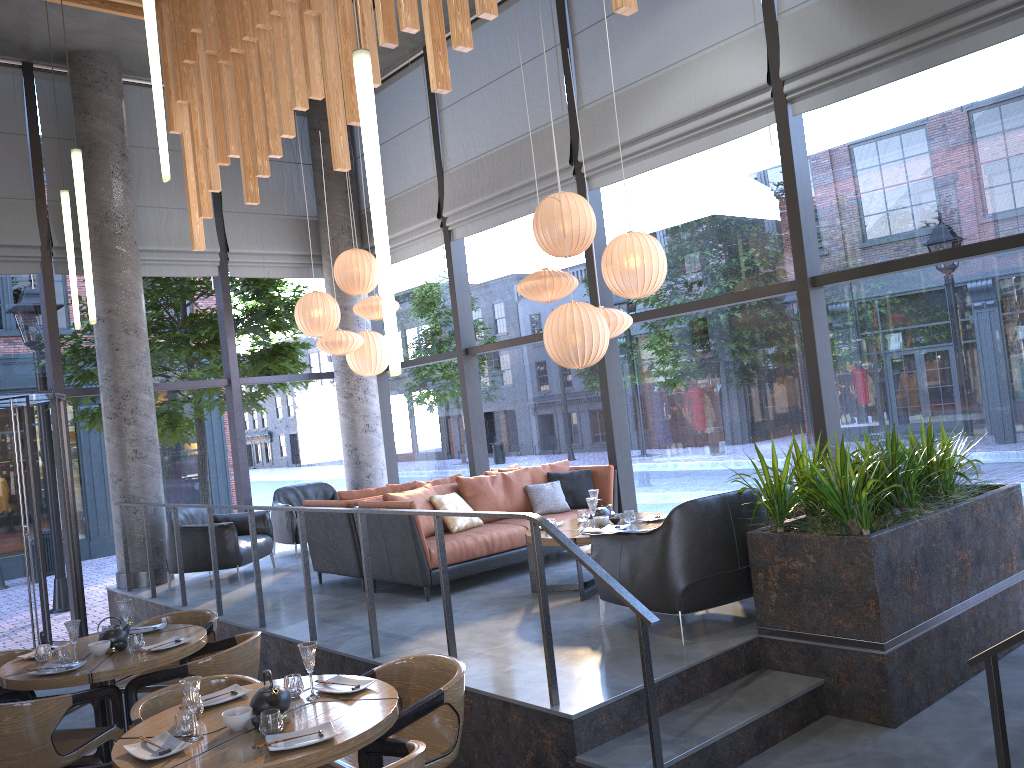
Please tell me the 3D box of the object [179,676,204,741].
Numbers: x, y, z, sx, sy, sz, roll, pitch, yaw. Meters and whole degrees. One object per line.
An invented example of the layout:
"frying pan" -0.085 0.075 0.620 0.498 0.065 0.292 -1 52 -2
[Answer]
"object" -1.216 1.239 3.384 0.082 0.227 0.082 -7 -2 19

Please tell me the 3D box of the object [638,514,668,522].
"object" 1.007 0.963 6.331 0.170 0.025 0.294 -7 -2 30

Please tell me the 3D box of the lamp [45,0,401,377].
"lamp" -3.899 -4.821 0.342 8.774 10.231 8.975 -5 -2 -42

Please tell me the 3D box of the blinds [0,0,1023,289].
"blinds" -2.822 -2.386 6.773 17.610 2.314 8.760 -6 -2 3

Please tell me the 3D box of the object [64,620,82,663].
"object" -2.398 1.415 4.859 0.082 0.227 0.082 -6 -2 -20

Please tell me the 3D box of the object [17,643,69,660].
"object" -2.739 1.564 5.154 0.170 0.025 0.294 -7 -2 8

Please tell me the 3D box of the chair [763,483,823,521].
"chair" 1.919 0.917 5.937 0.833 0.743 1.030 -8 -2 35

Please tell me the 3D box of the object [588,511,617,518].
"object" 0.653 1.017 6.838 0.294 0.025 0.170 -6 -2 -5

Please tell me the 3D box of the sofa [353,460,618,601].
"sofa" -0.139 1.158 7.446 2.226 0.811 0.864 -5 -2 -40

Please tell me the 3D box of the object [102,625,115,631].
"object" -2.430 1.503 5.345 0.086 0.086 0.086 -6 -2 -3

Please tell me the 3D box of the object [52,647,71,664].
"object" -2.474 1.495 4.869 0.086 0.086 0.086 -8 -2 36

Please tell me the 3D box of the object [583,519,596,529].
"object" 0.530 0.978 6.085 0.086 0.086 0.086 -5 -2 -36

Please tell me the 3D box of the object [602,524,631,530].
"object" 0.681 0.991 6.053 0.170 0.025 0.294 -7 -2 30

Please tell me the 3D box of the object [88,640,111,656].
"object" -2.324 1.493 4.999 0.116 0.065 0.116 -7 -2 17

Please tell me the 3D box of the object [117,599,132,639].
"object" -2.334 1.422 5.364 0.082 0.227 0.082 -7 -2 32

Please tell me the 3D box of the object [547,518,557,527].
"object" 0.281 1.014 6.380 0.086 0.086 0.086 -5 -2 -36

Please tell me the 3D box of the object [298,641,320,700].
"object" -0.850 1.209 3.737 0.082 0.227 0.082 -6 -2 -8

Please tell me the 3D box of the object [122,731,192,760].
"object" -1.335 1.353 3.310 0.170 0.025 0.294 -5 -2 -43

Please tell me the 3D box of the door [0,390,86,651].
"door" -5.193 1.425 8.129 2.186 2.526 2.186 -6 -2 -21

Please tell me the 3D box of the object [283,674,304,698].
"object" -0.934 1.291 3.787 0.086 0.086 0.086 -8 -2 36

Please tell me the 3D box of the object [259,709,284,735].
"object" -0.904 1.274 3.330 0.086 0.086 0.086 -7 -2 7

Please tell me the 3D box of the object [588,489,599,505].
"object" 0.630 0.913 6.708 0.082 0.227 0.082 -7 -2 32

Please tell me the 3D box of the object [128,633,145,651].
"object" -2.121 1.459 5.009 0.086 0.086 0.086 -5 -2 -32

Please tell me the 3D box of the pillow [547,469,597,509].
"pillow" 0.522 0.940 7.865 0.418 0.345 0.242 -6 -2 0

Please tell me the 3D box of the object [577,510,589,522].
"object" 0.534 0.995 6.688 0.086 0.086 0.086 -6 -2 -3

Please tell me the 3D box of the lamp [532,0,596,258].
"lamp" 0.279 -2.111 6.560 0.465 2.374 0.465 -6 -2 -17

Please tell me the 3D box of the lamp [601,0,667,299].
"lamp" -0.930 -2.060 3.600 0.468 3.124 6.999 -7 -2 31

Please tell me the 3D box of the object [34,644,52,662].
"object" -2.641 1.517 4.997 0.086 0.086 0.086 -6 -2 -9

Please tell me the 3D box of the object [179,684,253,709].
"object" -1.291 1.363 3.835 0.294 0.025 0.170 -5 -2 -43

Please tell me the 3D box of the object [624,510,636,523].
"object" 0.843 0.951 6.353 0.086 0.086 0.086 -5 -2 -36

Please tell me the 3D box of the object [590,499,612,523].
"object" 0.647 0.930 6.492 0.163 0.179 0.168 -7 -2 15

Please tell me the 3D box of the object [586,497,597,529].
"object" 0.565 0.905 6.161 0.082 0.227 0.082 -6 -2 2

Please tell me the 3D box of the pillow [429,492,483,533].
"pillow" -0.465 1.037 7.214 0.289 0.311 0.393 -7 -2 30

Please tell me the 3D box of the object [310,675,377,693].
"object" -0.746 1.302 3.831 0.294 0.025 0.170 -8 -2 34

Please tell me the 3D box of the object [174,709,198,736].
"object" -1.266 1.318 3.444 0.086 0.086 0.086 -6 -2 -15

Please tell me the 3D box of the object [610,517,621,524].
"object" 0.744 0.985 6.380 0.080 0.042 0.080 -8 -2 35

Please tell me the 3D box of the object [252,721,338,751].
"object" -0.789 1.289 3.211 0.294 0.025 0.170 -6 -2 -21

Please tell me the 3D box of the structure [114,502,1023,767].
"structure" -3.557 0.119 1.300 9.054 4.117 11.718 -5 -2 -41

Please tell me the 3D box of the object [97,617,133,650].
"object" -2.317 1.438 5.149 0.163 0.179 0.168 -7 -2 15

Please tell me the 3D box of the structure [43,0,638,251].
"structure" -3.443 -0.681 0.924 10.127 5.894 10.399 -5 -2 -40

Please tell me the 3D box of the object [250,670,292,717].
"object" -0.972 1.242 3.557 0.163 0.179 0.168 -7 -2 13

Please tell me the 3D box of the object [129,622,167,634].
"object" -2.311 1.526 5.495 0.294 0.025 0.170 -6 -2 -5

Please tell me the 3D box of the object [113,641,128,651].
"object" -2.220 1.494 5.037 0.080 0.042 0.080 -8 -2 35

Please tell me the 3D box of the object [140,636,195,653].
"object" -1.957 1.471 4.988 0.170 0.025 0.294 -7 -2 30

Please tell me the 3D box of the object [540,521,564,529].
"object" 0.250 1.054 6.564 0.170 0.025 0.294 -7 -2 30

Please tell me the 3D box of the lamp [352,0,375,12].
"lamp" -1.320 -3.492 8.007 0.300 0.367 0.273 -6 -2 1

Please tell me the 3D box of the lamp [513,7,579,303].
"lamp" 0.155 -1.742 6.724 0.467 2.271 0.467 -7 -2 13

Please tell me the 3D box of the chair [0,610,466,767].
"chair" -1.318 1.702 1.995 4.352 0.759 9.749 -5 -2 -39

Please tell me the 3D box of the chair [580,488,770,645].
"chair" 1.024 0.996 5.167 1.030 0.743 0.833 -5 -2 -34

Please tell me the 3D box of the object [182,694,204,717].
"object" -1.315 1.329 3.650 0.086 0.086 0.086 -6 -2 -15

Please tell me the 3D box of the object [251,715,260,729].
"object" -0.963 1.306 3.415 0.080 0.042 0.080 -6 -2 -16

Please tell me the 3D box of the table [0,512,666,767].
"table" -0.592 1.560 3.529 6.876 0.968 10.659 -5 -2 -40

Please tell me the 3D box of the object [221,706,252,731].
"object" -1.067 1.307 3.451 0.116 0.065 0.116 -7 -2 11

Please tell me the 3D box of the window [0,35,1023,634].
"window" -2.719 -0.716 2.367 12.900 5.897 12.739 -5 -2 -40

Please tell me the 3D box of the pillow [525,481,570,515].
"pillow" 0.305 0.992 7.687 0.332 0.263 0.203 -6 -2 -20

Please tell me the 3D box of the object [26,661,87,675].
"object" -2.444 1.518 4.719 0.294 0.025 0.170 -7 -2 8

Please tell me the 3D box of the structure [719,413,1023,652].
"structure" -3.659 1.620 4.863 15.715 1.608 4.306 -6 -2 -2

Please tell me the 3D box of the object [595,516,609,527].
"object" 0.639 0.984 6.343 0.116 0.065 0.116 -6 -2 -11
